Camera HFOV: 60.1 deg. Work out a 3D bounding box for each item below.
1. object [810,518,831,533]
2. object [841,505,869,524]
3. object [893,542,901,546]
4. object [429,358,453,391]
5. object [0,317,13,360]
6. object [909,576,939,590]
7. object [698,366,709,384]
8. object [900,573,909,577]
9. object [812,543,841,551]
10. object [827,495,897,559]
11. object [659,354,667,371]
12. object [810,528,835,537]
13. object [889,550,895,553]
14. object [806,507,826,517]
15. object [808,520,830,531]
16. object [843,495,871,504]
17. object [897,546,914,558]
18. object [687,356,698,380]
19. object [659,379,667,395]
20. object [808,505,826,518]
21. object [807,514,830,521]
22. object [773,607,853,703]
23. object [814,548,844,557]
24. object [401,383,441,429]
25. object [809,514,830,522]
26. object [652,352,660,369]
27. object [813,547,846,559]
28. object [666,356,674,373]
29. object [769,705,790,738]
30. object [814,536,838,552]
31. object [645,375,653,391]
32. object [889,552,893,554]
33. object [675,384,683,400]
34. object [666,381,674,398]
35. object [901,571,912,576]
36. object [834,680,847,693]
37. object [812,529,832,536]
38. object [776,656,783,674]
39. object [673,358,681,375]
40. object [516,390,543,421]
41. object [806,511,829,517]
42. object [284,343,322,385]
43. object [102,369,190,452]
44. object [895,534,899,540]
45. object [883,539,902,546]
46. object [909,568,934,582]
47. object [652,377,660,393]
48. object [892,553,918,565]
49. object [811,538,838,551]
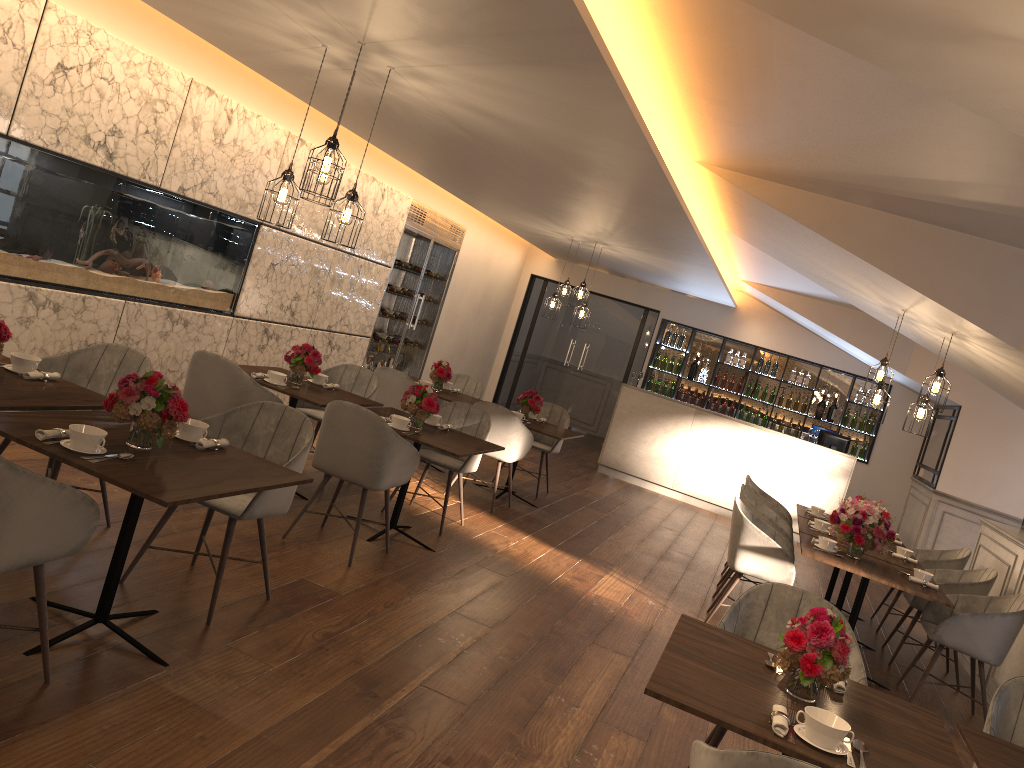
[{"bbox_3d":[2.359,1.082,6.757,0.147,0.072,0.149,15,4,-30],"label":"object"},{"bbox_3d":[2.633,1.044,6.775,0.236,0.301,0.303,19,3,36],"label":"object"},{"bbox_3d":[3.148,1.303,7.387,0.193,0.024,0.025,18,3,18],"label":"object"},{"bbox_3d":[-0.666,-0.089,8.408,0.233,0.301,0.306,17,3,-8],"label":"object"},{"bbox_3d":[-2.200,-0.202,3.596,0.235,0.301,0.304,18,3,19],"label":"object"},{"bbox_3d":[2.611,1.262,5.609,0.176,0.039,0.056,18,3,18],"label":"object"},{"bbox_3d":[2.825,-0.152,13.029,0.107,0.281,0.109,16,1,-27],"label":"object"},{"bbox_3d":[2.638,1.275,5.800,0.212,0.004,0.022,18,4,18],"label":"object"},{"bbox_3d":[2.110,1.091,5.941,0.193,0.024,0.025,18,3,18],"label":"object"},{"bbox_3d":[2.346,0.954,5.929,0.420,0.425,0.405,17,2,5],"label":"object"},{"bbox_3d":[2.264,-0.329,13.218,0.065,0.261,0.066,17,1,-4],"label":"object"},{"bbox_3d":[2.350,1.122,6.675,0.212,0.004,0.022,18,4,18],"label":"object"},{"bbox_3d":[2.931,1.290,6.720,0.198,0.015,0.043,18,4,14],"label":"object"},{"bbox_3d":[2.652,1.118,7.719,0.176,0.039,0.056,18,3,18],"label":"object"},{"bbox_3d":[2.388,1.101,6.865,0.176,0.039,0.056,18,3,18],"label":"object"},{"bbox_3d":[2.940,1.079,7.531,0.303,0.301,0.236,16,2,-25],"label":"object"},{"bbox_3d":[2.924,1.266,6.606,0.147,0.072,0.149,15,4,-30],"label":"object"},{"bbox_3d":[2.687,-0.240,13.085,0.103,0.359,0.104,17,1,-11],"label":"object"},{"bbox_3d":[2.258,0.050,13.190,0.065,0.261,0.066,17,1,-4],"label":"object"},{"bbox_3d":[2.623,1.100,7.610,0.147,0.072,0.149,15,4,-30],"label":"object"},{"bbox_3d":[2.599,1.131,7.497,0.198,0.015,0.043,18,4,14],"label":"object"},{"bbox_3d":[0.935,0.822,2.744,0.236,0.301,0.303,19,3,36],"label":"object"},{"bbox_3d":[2.061,1.095,5.755,0.198,0.015,0.043,18,4,14],"label":"object"},{"bbox_3d":[-0.583,0.135,5.734,0.232,0.301,0.308,15,3,-40],"label":"object"},{"bbox_3d":[2.614,1.139,7.528,0.212,0.004,0.022,18,4,18],"label":"object"},{"bbox_3d":[2.163,-0.363,13.252,0.065,0.261,0.066,17,1,-4],"label":"object"},{"bbox_3d":[2.076,1.103,5.787,0.212,0.004,0.022,18,4,18],"label":"object"},{"bbox_3d":[2.364,-0.296,13.185,0.065,0.261,0.066,17,1,-4],"label":"object"},{"bbox_3d":[0.737,0.923,2.437,0.056,0.039,0.175,18,4,17],"label":"object"},{"bbox_3d":[2.085,1.064,5.868,0.147,0.072,0.149,15,4,-30],"label":"object"},{"bbox_3d":[2.057,-0.016,13.257,0.065,0.261,0.066,17,1,-4],"label":"object"},{"bbox_3d":[2.912,1.293,6.689,0.212,0.004,0.022,18,4,18],"label":"object"},{"bbox_3d":[2.480,0.124,13.116,0.065,0.261,0.066,17,1,-4],"label":"object"},{"bbox_3d":[2.359,0.084,13.157,0.065,0.261,0.066,17,1,-4],"label":"object"},{"bbox_3d":[2.656,1.272,5.832,0.198,0.015,0.043,18,4,14],"label":"object"},{"bbox_3d":[1.091,0.993,2.959,0.056,0.039,0.175,18,4,17],"label":"object"},{"bbox_3d":[2.335,1.113,6.643,0.198,0.015,0.043,18,4,14],"label":"object"},{"bbox_3d":[0.904,0.951,2.992,0.022,0.004,0.210,18,4,17],"label":"object"},{"bbox_3d":[2.465,-0.263,13.151,0.065,0.261,0.066,17,1,-4],"label":"object"},{"bbox_3d":[0.149,0.181,8.144,0.233,0.301,0.307,16,3,-25],"label":"object"},{"bbox_3d":[2.648,1.127,7.683,0.193,0.024,0.025,18,3,18],"label":"object"},{"bbox_3d":[-1.439,-0.151,6.049,0.308,0.301,0.232,19,3,39],"label":"object"},{"bbox_3d":[-1.343,0.084,3.279,0.304,0.301,0.235,17,2,-5],"label":"object"},{"bbox_3d":[3.187,1.284,7.459,0.147,0.072,0.149,15,4,-30],"label":"object"},{"bbox_3d":[3.149,1.298,7.351,0.176,0.039,0.056,18,3,18],"label":"object"},{"bbox_3d":[2.649,1.248,5.718,0.147,0.072,0.149,15,4,-30],"label":"object"},{"bbox_3d":[2.158,0.017,13.224,0.065,0.261,0.066,17,1,-4],"label":"object"},{"bbox_3d":[2.885,1.280,6.498,0.176,0.039,0.056,18,3,18],"label":"object"},{"bbox_3d":[2.113,1.082,5.977,0.176,0.039,0.056,18,3,18],"label":"object"}]
